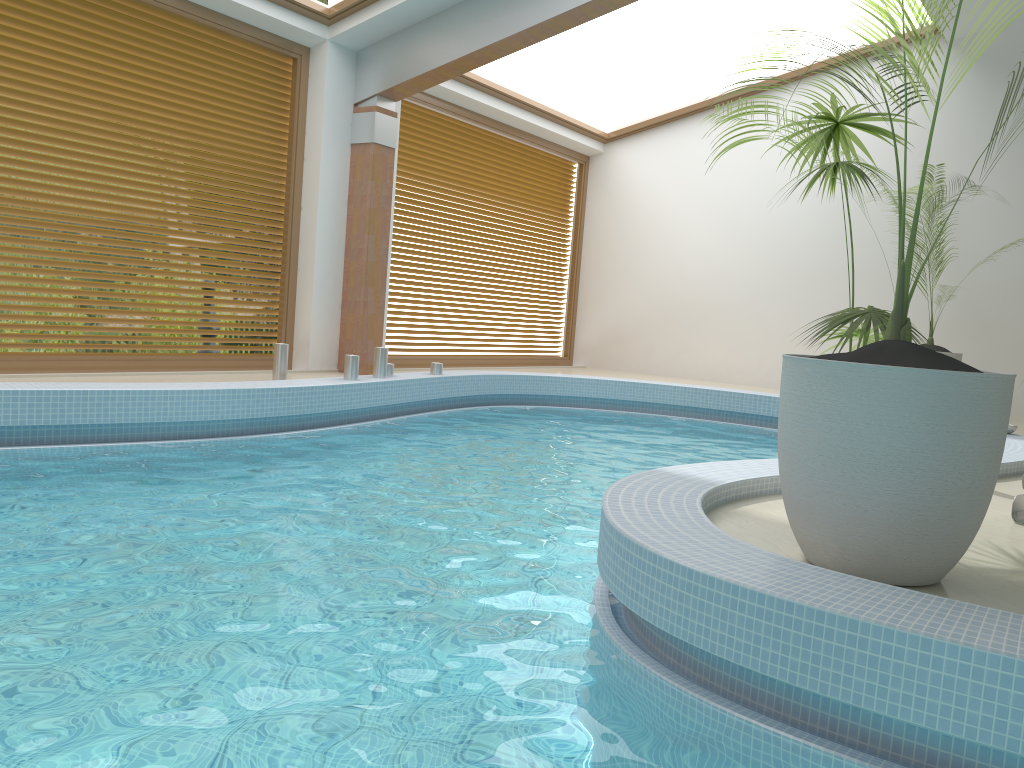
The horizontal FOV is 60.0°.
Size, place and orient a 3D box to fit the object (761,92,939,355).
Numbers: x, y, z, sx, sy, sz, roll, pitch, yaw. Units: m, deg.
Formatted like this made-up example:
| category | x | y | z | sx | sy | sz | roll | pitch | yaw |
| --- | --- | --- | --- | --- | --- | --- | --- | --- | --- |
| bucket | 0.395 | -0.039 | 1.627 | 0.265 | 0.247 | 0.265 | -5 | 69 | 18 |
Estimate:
| category | x | y | z | sx | sy | sz | roll | pitch | yaw |
| --- | --- | --- | --- | --- | --- | --- | --- | --- | --- |
| object | 1.353 | -0.328 | 3.666 | 0.791 | 1.695 | 1.059 | 6 | 5 | 21 |

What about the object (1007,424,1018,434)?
| category | x | y | z | sx | sy | sz | roll | pitch | yaw |
| --- | --- | --- | --- | --- | --- | --- | --- | --- | --- |
| object | 3.776 | 0.345 | 6.767 | 0.140 | 0.069 | 0.140 | 5 | 5 | 3 |

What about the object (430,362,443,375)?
| category | x | y | z | sx | sy | sz | roll | pitch | yaw |
| --- | --- | --- | --- | --- | --- | --- | --- | --- | --- |
| object | -0.704 | -0.143 | 8.285 | 0.115 | 0.107 | 0.115 | 4 | 5 | -7 |

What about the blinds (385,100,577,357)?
| category | x | y | z | sx | sy | sz | roll | pitch | yaw |
| --- | --- | --- | --- | --- | --- | --- | --- | --- | --- |
| blinds | -0.427 | -1.708 | 11.156 | 0.095 | 2.921 | 4.414 | 7 | 6 | 34 |

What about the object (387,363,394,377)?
| category | x | y | z | sx | sy | sz | roll | pitch | yaw |
| --- | --- | --- | --- | --- | --- | --- | --- | --- | --- |
| object | -1.080 | -0.124 | 7.685 | 0.115 | 0.107 | 0.115 | 4 | 5 | -7 |

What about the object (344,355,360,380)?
| category | x | y | z | sx | sy | sz | roll | pitch | yaw |
| --- | --- | --- | --- | --- | --- | --- | --- | --- | --- |
| object | -1.275 | -0.131 | 7.046 | 0.115 | 0.194 | 0.115 | 3 | 5 | -16 |

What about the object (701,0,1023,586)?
| category | x | y | z | sx | sy | sz | roll | pitch | yaw |
| --- | --- | --- | --- | --- | --- | --- | --- | --- | --- |
| object | 1.323 | -0.905 | 2.836 | 2.729 | 2.960 | 2.979 | 1 | 6 | -39 |

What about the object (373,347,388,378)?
| category | x | y | z | sx | sy | sz | roll | pitch | yaw |
| --- | --- | --- | --- | --- | --- | --- | --- | --- | --- |
| object | -1.102 | -0.180 | 7.442 | 0.115 | 0.254 | 0.115 | 3 | 5 | -16 |

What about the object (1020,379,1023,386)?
| category | x | y | z | sx | sy | sz | roll | pitch | yaw |
| --- | --- | --- | --- | --- | --- | --- | --- | --- | --- |
| object | 2.156 | -0.185 | 2.658 | 0.791 | 1.695 | 1.059 | 3 | 5 | -21 |

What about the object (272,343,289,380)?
| category | x | y | z | sx | sy | sz | roll | pitch | yaw |
| --- | --- | --- | --- | --- | --- | --- | --- | --- | --- |
| object | -1.856 | -0.164 | 7.109 | 0.115 | 0.320 | 0.115 | 4 | 5 | -7 |

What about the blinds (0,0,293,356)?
| category | x | y | z | sx | sy | sz | roll | pitch | yaw |
| --- | --- | --- | --- | --- | --- | --- | --- | --- | --- |
| blinds | -3.321 | -1.583 | 6.851 | 0.095 | 2.921 | 4.200 | 7 | 6 | 34 |

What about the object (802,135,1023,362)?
| category | x | y | z | sx | sy | sz | roll | pitch | yaw |
| --- | --- | --- | --- | --- | --- | --- | --- | --- | --- |
| object | 4.581 | -1.168 | 9.199 | 2.979 | 2.960 | 2.729 | 4 | 5 | -2 |

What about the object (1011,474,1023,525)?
| category | x | y | z | sx | sy | sz | roll | pitch | yaw |
| --- | --- | --- | --- | --- | --- | --- | --- | --- | --- |
| object | 2.226 | 0.472 | 3.750 | 0.272 | 0.223 | 0.081 | 1 | 6 | -36 |
